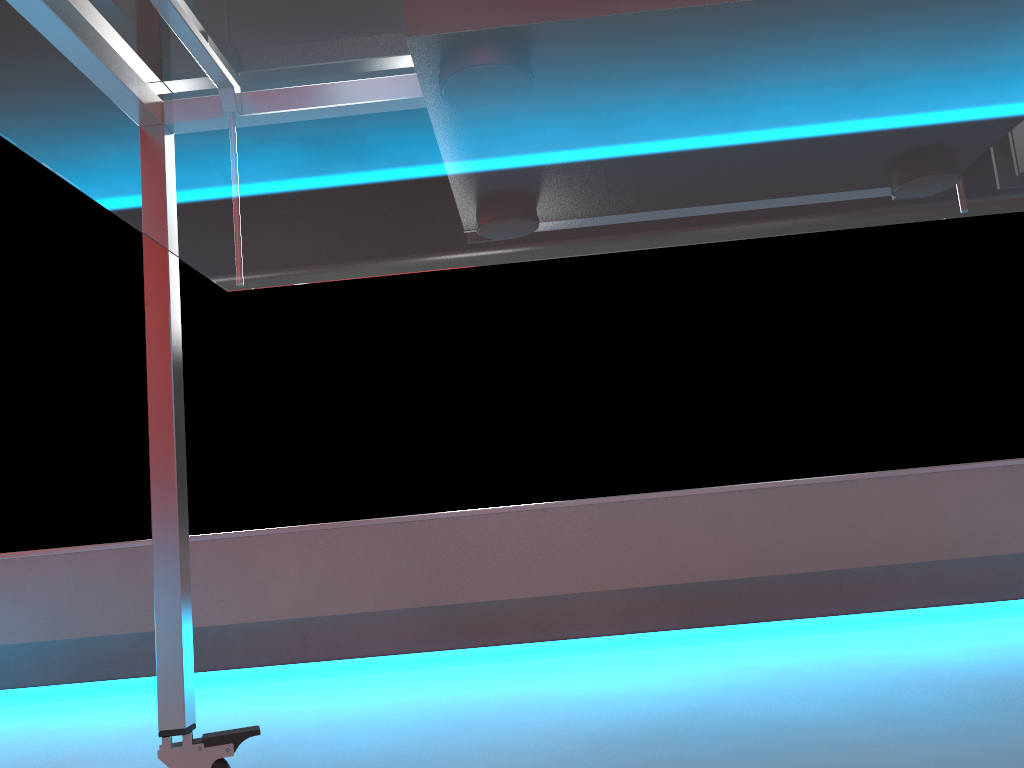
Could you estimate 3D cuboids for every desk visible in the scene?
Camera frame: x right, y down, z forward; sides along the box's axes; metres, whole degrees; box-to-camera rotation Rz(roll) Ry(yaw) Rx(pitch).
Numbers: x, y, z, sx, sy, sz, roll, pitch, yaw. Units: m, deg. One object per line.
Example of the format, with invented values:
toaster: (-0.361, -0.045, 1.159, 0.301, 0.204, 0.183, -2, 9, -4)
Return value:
desk: (0.446, -0.070, 0.559, 1.617, 0.690, 0.594, -6, -8, 2)
